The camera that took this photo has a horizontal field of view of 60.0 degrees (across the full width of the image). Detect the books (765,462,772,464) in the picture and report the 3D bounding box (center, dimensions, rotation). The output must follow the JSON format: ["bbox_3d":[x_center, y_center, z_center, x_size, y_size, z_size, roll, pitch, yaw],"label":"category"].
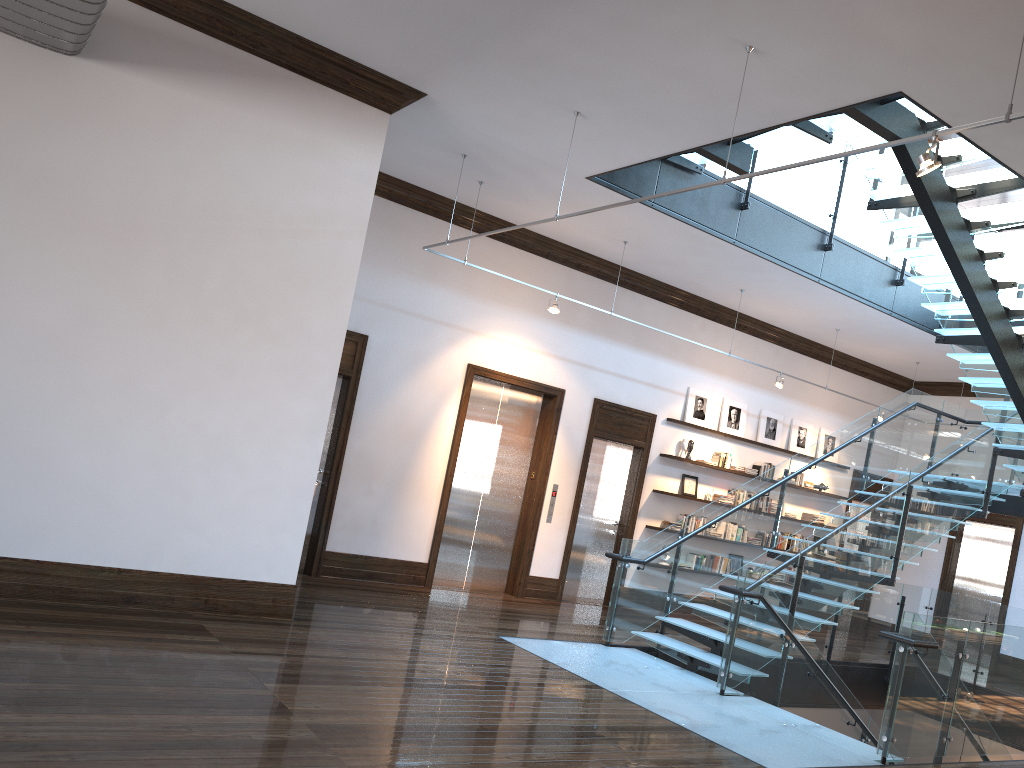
[{"bbox_3d":[3.853,1.308,13.398,0.011,0.239,0.138,12,-2,-33],"label":"books"}]

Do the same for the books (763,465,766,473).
[{"bbox_3d":[3.721,1.301,13.284,0.028,0.179,0.165,12,-3,-33],"label":"books"}]

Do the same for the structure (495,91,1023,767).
[{"bbox_3d":[3.940,1.439,8.936,7.105,14.461,3.553,12,-2,-33],"label":"structure"}]

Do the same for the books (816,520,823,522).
[{"bbox_3d":[4.777,2.155,14.069,0.311,0.008,0.194,15,-7,-31],"label":"books"}]

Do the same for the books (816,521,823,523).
[{"bbox_3d":[4.778,2.170,14.062,0.348,0.007,0.193,14,-6,-28],"label":"books"}]

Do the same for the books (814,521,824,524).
[{"bbox_3d":[4.775,2.177,14.064,0.311,0.008,0.194,16,-7,-37],"label":"books"}]

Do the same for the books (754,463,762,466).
[{"bbox_3d":[3.662,1.286,13.272,0.042,0.184,0.126,12,-2,-33],"label":"books"}]

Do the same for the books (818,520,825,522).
[{"bbox_3d":[4.779,2.148,14.070,0.349,0.007,0.192,15,-7,-35],"label":"books"}]

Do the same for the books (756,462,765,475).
[{"bbox_3d":[3.699,1.281,13.278,0.022,0.208,0.155,12,-3,-33],"label":"books"}]

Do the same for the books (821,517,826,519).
[{"bbox_3d":[4.792,2.097,14.072,0.348,0.007,0.192,15,-7,-31],"label":"books"}]

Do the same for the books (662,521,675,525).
[{"bbox_3d":[2.232,1.956,12.409,0.220,0.027,0.142,14,-6,-28],"label":"books"}]

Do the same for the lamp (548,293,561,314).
[{"bbox_3d":[0.475,-0.884,9.769,0.113,0.229,0.114,10,-2,36],"label":"lamp"}]

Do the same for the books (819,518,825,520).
[{"bbox_3d":[4.789,2.119,14.070,0.349,0.007,0.192,15,-7,-36],"label":"books"}]

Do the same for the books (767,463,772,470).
[{"bbox_3d":[3.830,1.308,13.373,0.011,0.225,0.161,12,-2,-33],"label":"books"}]

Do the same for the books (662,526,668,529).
[{"bbox_3d":[2.229,2.024,12.418,0.237,0.028,0.142,15,-7,-33],"label":"books"}]

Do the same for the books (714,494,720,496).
[{"bbox_3d":[3.082,1.643,12.936,0.289,0.011,0.140,15,-7,-32],"label":"books"}]

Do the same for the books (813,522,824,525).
[{"bbox_3d":[4.774,2.192,14.061,0.349,0.007,0.192,16,-7,-38],"label":"books"}]

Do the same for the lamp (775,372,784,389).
[{"bbox_3d":[3.590,-0.051,11.892,0.113,0.229,0.114,11,-2,11],"label":"lamp"}]

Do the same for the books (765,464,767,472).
[{"bbox_3d":[3.752,1.295,13.327,0.024,0.211,0.153,12,-2,-33],"label":"books"}]

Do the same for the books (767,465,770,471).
[{"bbox_3d":[3.817,1.316,13.368,0.015,0.202,0.130,12,-2,-33],"label":"books"}]

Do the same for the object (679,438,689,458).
[{"bbox_3d":[2.407,0.904,12.424,0.097,0.287,0.099,11,-1,9],"label":"object"}]

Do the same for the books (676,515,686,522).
[{"bbox_3d":[2.369,1.962,12.516,0.048,0.226,0.124,12,-2,-33],"label":"books"}]

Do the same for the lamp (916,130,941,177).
[{"bbox_3d":[2.048,-1.122,4.332,0.115,0.229,0.113,13,-3,-44],"label":"lamp"}]

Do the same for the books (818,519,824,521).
[{"bbox_3d":[4.779,2.133,14.075,0.311,0.008,0.194,15,-7,-33],"label":"books"}]

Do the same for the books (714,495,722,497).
[{"bbox_3d":[3.082,1.654,12.932,0.259,0.011,0.141,15,-7,-37],"label":"books"}]

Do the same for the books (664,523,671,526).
[{"bbox_3d":[2.239,1.977,12.416,0.185,0.011,0.158,15,-7,-33],"label":"books"}]

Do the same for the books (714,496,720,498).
[{"bbox_3d":[3.079,1.665,12.934,0.258,0.011,0.141,15,-7,-36],"label":"books"}]

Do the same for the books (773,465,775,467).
[{"bbox_3d":[3.896,1.332,13.420,0.023,0.214,0.162,12,-3,-33],"label":"books"}]

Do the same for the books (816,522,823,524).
[{"bbox_3d":[4.774,2.185,14.064,0.348,0.007,0.192,14,-6,-29],"label":"books"}]

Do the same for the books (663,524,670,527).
[{"bbox_3d":[2.237,1.998,12.424,0.193,0.028,0.154,16,-7,-38],"label":"books"}]

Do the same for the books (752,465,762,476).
[{"bbox_3d":[3.649,1.292,13.245,0.038,0.160,0.166,12,-3,-33],"label":"books"}]

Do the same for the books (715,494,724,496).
[{"bbox_3d":[3.088,1.633,12.931,0.290,0.011,0.140,16,-7,-38],"label":"books"}]

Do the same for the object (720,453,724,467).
[{"bbox_3d":[2.972,1.089,12.792,0.010,0.206,0.153,12,-2,-33],"label":"object"}]

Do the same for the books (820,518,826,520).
[{"bbox_3d":[4.789,2.112,14.072,0.348,0.007,0.192,15,-7,-31],"label":"books"}]

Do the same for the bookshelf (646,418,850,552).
[{"bbox_3d":[3.660,1.921,13.319,4.111,2.051,0.199,14,-2,-33],"label":"bookshelf"}]

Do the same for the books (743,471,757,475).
[{"bbox_3d":[3.495,1.320,13.171,0.288,0.011,0.140,15,-7,-32],"label":"books"}]

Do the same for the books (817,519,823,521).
[{"bbox_3d":[4.785,2.141,14.064,0.311,0.008,0.194,16,-7,-38],"label":"books"}]

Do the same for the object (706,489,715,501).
[{"bbox_3d":[2.869,1.598,12.812,0.122,0.186,0.059,11,-1,2],"label":"object"}]

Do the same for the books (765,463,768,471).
[{"bbox_3d":[3.770,1.296,13.330,0.011,0.217,0.155,12,-2,-33],"label":"books"}]

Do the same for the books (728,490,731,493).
[{"bbox_3d":[3.210,1.673,13.027,0.006,0.213,0.141,12,-2,-33],"label":"books"}]

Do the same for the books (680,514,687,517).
[{"bbox_3d":[2.403,1.964,12.519,0.013,0.236,0.133,12,-2,-33],"label":"books"}]

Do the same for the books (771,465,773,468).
[{"bbox_3d":[3.847,1.315,13.376,0.022,0.218,0.166,12,-3,-33],"label":"books"}]

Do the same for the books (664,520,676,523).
[{"bbox_3d":[2.249,1.939,12.422,0.217,0.014,0.134,15,-7,-33],"label":"books"}]

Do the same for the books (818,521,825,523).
[{"bbox_3d":[4.778,2.163,14.065,0.310,0.008,0.194,14,-6,-29],"label":"books"}]

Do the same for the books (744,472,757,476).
[{"bbox_3d":[3.494,1.331,13.169,0.257,0.011,0.141,15,-7,-35],"label":"books"}]
